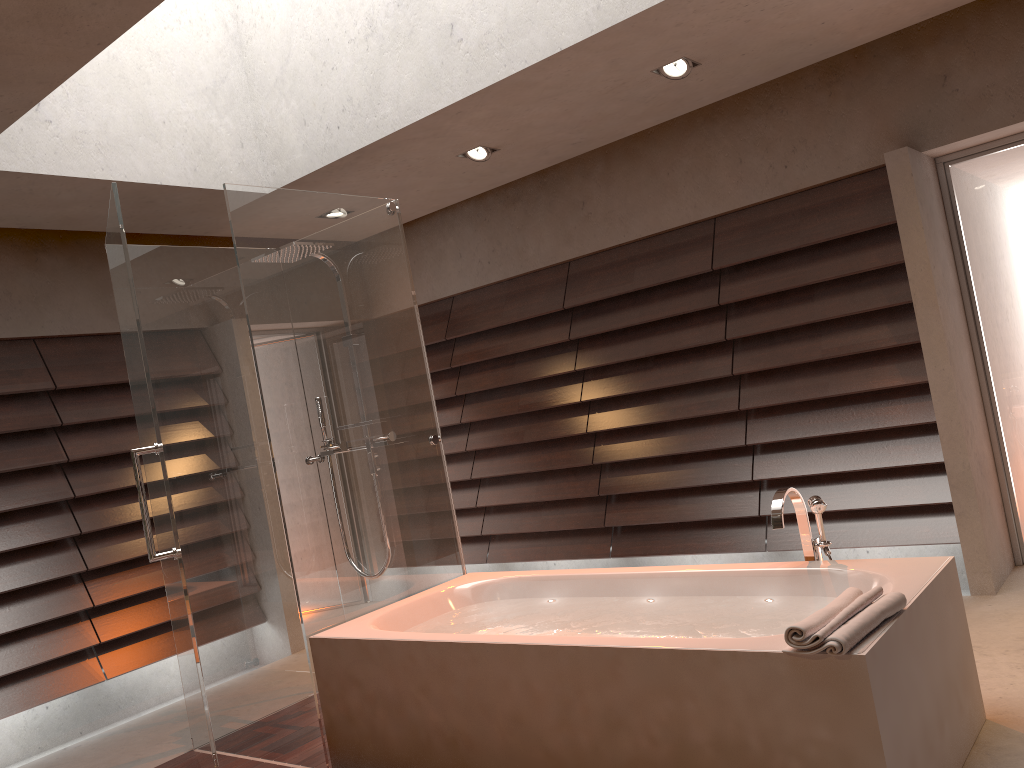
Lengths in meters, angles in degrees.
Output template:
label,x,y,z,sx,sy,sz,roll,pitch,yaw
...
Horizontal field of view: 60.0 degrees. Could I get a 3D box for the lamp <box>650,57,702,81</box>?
label,x,y,z,sx,sy,sz,roll,pitch,yaw
lamp,0.706,-1.380,3.829,0.165,0.110,0.170,-12,-2,38

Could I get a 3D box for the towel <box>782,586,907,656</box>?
label,x,y,z,sx,sy,sz,roll,pitch,yaw
towel,0.819,0.573,2.183,0.159,0.068,0.396,-12,-2,44

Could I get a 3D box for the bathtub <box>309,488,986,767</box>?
label,x,y,z,sx,sy,sz,roll,pitch,yaw
bathtub,0.353,0.837,3.001,2.000,0.761,0.994,-12,-2,38

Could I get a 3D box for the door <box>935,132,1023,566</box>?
label,x,y,z,sx,sy,sz,roll,pitch,yaw
door,2.645,-0.195,3.998,1.007,2.000,0.090,-12,-2,38

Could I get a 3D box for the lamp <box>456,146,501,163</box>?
label,x,y,z,sx,sy,sz,roll,pitch,yaw
lamp,-0.176,-1.199,4.543,0.165,0.110,0.170,-12,-2,38
